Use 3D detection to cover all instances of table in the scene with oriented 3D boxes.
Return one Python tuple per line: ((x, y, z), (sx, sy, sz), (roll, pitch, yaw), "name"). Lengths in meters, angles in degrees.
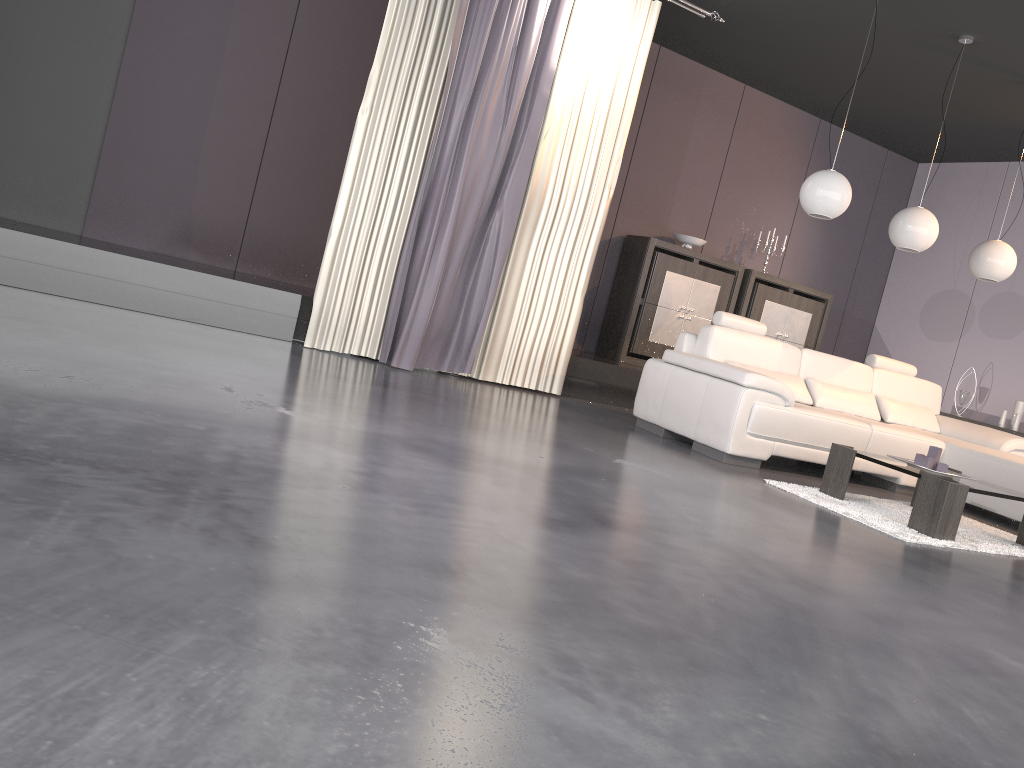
((2.201, 0.587, 4.587), (0.901, 0.270, 0.706), (11, 6, -29), "table")

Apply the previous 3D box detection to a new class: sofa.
((2.487, 0.268, 5.589), (2.849, 0.856, 1.883), (11, 6, -29), "sofa")

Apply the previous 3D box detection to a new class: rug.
((2.150, 0.716, 4.595), (1.519, 0.023, 0.923), (11, 6, -29), "rug")

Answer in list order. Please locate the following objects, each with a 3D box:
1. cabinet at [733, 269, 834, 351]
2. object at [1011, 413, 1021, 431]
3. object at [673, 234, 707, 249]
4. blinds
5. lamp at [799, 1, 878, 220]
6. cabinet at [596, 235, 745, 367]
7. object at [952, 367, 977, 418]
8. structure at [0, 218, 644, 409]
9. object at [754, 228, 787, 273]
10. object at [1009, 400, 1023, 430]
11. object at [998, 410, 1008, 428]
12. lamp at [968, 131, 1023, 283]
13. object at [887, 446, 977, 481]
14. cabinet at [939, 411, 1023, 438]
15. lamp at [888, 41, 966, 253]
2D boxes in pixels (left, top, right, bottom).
((2.413, -0.448, 8.353), (1.067, 1.072, 0.414), (12, 4, -29), "cabinet")
((4.315, 0.327, 7.578), (0.051, 0.152, 0.051), (17, 4, 39), "object")
((1.548, -1.227, 7.792), (0.309, 0.116, 0.309), (15, 5, 5), "object")
((-0.216, -1.529, 5.603), (3.273, 2.989, 0.250), (12, 4, -29), "blinds")
((2.083, -1.721, 5.460), (0.309, 1.411, 0.305), (16, 3, 28), "lamp")
((1.417, -0.645, 7.792), (1.067, 1.072, 0.414), (12, 4, -29), "cabinet")
((4.120, 0.069, 8.048), (0.107, 0.464, 0.124), (13, 3, -28), "object")
((-0.508, -0.300, 6.537), (8.732, 0.300, 1.008), (11, 6, -29), "structure")
((2.380, -1.227, 8.207), (0.229, 0.444, 0.230), (14, 3, -12), "object")
((4.376, 0.276, 7.671), (0.089, 0.263, 0.089), (16, 3, 22), "object")
((4.260, 0.303, 7.684), (0.051, 0.152, 0.051), (17, 4, 39), "object")
((3.573, -1.426, 6.303), (0.306, 1.411, 0.308), (13, 3, -26), "lamp")
((2.150, 0.382, 4.520), (0.303, 0.136, 0.306), (12, 6, -25), "object")
((4.136, 0.624, 7.807), (0.375, 0.553, 1.080), (12, 5, -29), "cabinet")
((2.814, -1.576, 5.871), (0.306, 1.411, 0.308), (13, 3, -26), "lamp")
